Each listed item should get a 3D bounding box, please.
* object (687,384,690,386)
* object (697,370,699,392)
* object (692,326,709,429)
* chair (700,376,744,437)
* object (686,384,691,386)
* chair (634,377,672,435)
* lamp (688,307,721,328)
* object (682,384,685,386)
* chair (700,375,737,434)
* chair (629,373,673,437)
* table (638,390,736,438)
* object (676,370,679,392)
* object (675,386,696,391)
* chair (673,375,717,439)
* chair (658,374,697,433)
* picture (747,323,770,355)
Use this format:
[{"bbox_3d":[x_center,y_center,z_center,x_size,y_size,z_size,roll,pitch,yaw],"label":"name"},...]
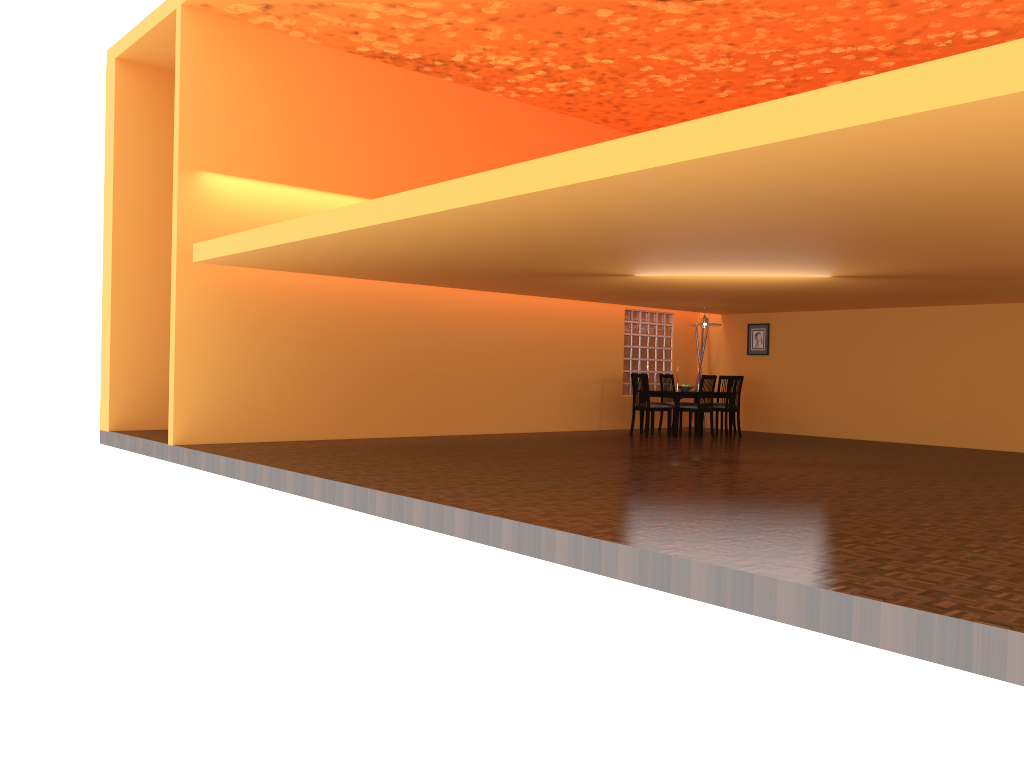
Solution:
[{"bbox_3d":[2.351,0.041,11.746,0.055,0.070,0.066,2,1,31],"label":"object"},{"bbox_3d":[2.513,-0.062,11.959,0.044,0.326,0.044,2,1,38],"label":"object"},{"bbox_3d":[2.825,-0.118,13.278,0.226,1.589,0.308,1,1,-18],"label":"object"},{"bbox_3d":[2.786,0.290,11.720,0.373,0.809,0.465,1,1,-41],"label":"chair"},{"bbox_3d":[2.353,0.027,11.825,0.069,0.066,0.069,1,1,-31],"label":"object"},{"bbox_3d":[1.851,0.264,11.928,0.373,0.809,0.465,1,1,-41],"label":"chair"},{"bbox_3d":[2.604,-0.899,11.988,0.435,0.274,0.435,1,1,-18],"label":"lamp"},{"bbox_3d":[2.261,0.028,11.688,0.046,0.046,0.055,2,1,32],"label":"object"},{"bbox_3d":[2.882,0.284,12.292,0.373,0.809,0.465,2,1,44],"label":"chair"},{"bbox_3d":[1.765,0.270,11.348,0.465,0.809,0.373,1,1,-36],"label":"chair"},{"bbox_3d":[2.330,0.391,11.799,1.259,0.584,0.697,1,1,-41],"label":"table"},{"bbox_3d":[2.156,-0.065,11.543,0.044,0.326,0.044,2,1,38],"label":"object"},{"bbox_3d":[2.299,0.062,11.777,0.337,0.072,0.337,2,1,16],"label":"object"},{"bbox_3d":[2.347,0.285,11.345,0.373,0.809,0.465,1,1,-41],"label":"chair"},{"bbox_3d":[2.289,0.270,12.303,0.373,0.809,0.465,1,1,-41],"label":"chair"},{"bbox_3d":[3.557,-0.644,12.815,0.014,0.456,0.361,1,1,-41],"label":"picture"}]
